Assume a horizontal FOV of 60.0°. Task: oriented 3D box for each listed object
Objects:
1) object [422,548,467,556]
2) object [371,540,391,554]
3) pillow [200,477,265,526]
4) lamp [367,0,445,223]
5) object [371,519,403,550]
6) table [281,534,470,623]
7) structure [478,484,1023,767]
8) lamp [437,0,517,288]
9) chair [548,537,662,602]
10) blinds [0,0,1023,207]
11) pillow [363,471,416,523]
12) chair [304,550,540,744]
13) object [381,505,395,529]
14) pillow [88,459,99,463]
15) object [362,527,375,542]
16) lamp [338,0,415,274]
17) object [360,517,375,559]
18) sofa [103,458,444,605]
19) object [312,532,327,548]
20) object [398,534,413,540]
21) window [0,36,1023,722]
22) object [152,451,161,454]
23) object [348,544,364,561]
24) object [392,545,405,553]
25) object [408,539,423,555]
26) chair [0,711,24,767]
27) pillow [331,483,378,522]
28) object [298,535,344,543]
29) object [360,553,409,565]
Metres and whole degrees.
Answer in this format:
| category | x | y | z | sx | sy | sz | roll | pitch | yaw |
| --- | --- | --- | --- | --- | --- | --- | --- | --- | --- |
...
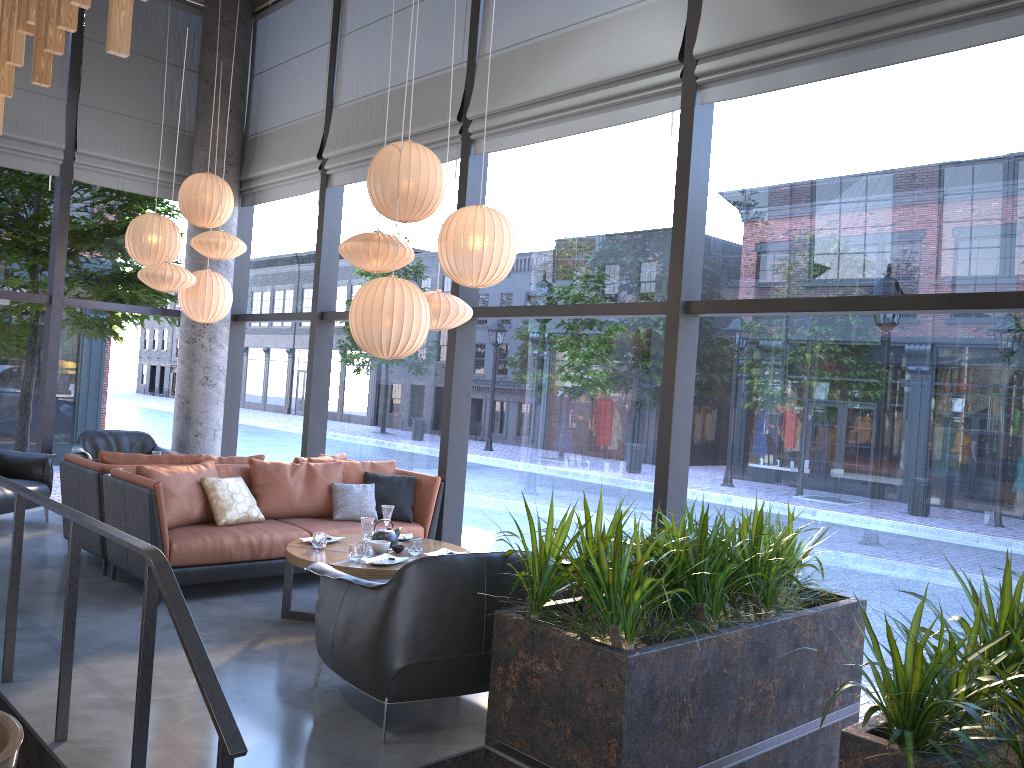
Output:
| category | x | y | z | sx | sy | sz | roll | pitch | yaw |
| --- | --- | --- | --- | --- | --- | --- | --- | --- | --- |
| object | -0.407 | 1.004 | 5.201 | 0.170 | 0.025 | 0.294 | 4 | 0 | 27 |
| object | -0.772 | 0.958 | 5.196 | 0.116 | 0.065 | 0.116 | 4 | 0 | -13 |
| pillow | -1.905 | 0.786 | 6.013 | 0.289 | 0.311 | 0.393 | 4 | 0 | 27 |
| lamp | -0.570 | -2.156 | 5.341 | 0.465 | 2.374 | 0.465 | 4 | 0 | -20 |
| object | -0.762 | 0.902 | 5.345 | 0.163 | 0.179 | 0.168 | 4 | 0 | 13 |
| table | -1.963 | 1.373 | 2.336 | 6.876 | 0.968 | 10.659 | 4 | 0 | -43 |
| structure | -5.046 | 0.841 | 3.522 | 15.715 | 1.608 | 4.306 | 4 | 0 | -5 |
| lamp | -1.637 | -2.248 | 2.327 | 0.468 | 3.124 | 6.999 | 4 | 0 | 28 |
| chair | 0.515 | 1.135 | 4.851 | 0.833 | 0.743 | 1.030 | 4 | 0 | 32 |
| blinds | -3.575 | -2.995 | 5.400 | 17.610 | 2.314 | 8.760 | 4 | 0 | 0 |
| pillow | -0.946 | 0.853 | 6.709 | 0.418 | 0.345 | 0.242 | 4 | 0 | -3 |
| chair | -0.345 | 1.069 | 4.040 | 1.030 | 0.743 | 0.833 | 4 | 0 | -36 |
| object | -0.785 | 0.877 | 5.559 | 0.082 | 0.227 | 0.082 | 4 | 0 | 29 |
| pillow | -2.877 | 0.715 | 6.463 | 0.418 | 0.345 | 0.242 | 4 | 0 | -3 |
| object | -0.893 | 0.940 | 5.536 | 0.086 | 0.086 | 0.086 | 4 | 0 | -6 |
| lamp | -0.767 | -1.820 | 5.505 | 0.467 | 2.271 | 0.467 | 4 | 0 | 10 |
| object | -0.823 | 0.871 | 5.009 | 0.082 | 0.227 | 0.082 | 4 | 0 | 0 |
| sofa | -1.618 | 0.959 | 6.263 | 2.226 | 0.811 | 0.864 | 4 | 0 | -43 |
| object | -1.132 | 0.921 | 5.216 | 0.086 | 0.086 | 0.086 | 4 | 0 | -39 |
| object | -0.787 | 0.980 | 5.692 | 0.294 | 0.025 | 0.170 | 4 | 0 | -7 |
| window | -3.586 | -1.220 | 1.034 | 12.900 | 5.897 | 12.739 | 4 | 0 | -43 |
| object | -3.202 | 0.720 | 7.972 | 0.082 | 0.227 | 0.082 | 4 | 0 | -5 |
| object | -0.868 | 0.938 | 4.933 | 0.086 | 0.086 | 0.086 | 4 | 0 | -39 |
| object | -0.672 | 0.977 | 5.238 | 0.080 | 0.042 | 0.080 | 4 | 0 | 32 |
| object | -0.567 | 0.961 | 5.215 | 0.086 | 0.086 | 0.086 | 4 | 0 | -39 |
| chair | -2.634 | 1.421 | 0.772 | 4.352 | 0.759 | 9.749 | 4 | 0 | -42 |
| pillow | -1.162 | 0.869 | 6.523 | 0.332 | 0.263 | 0.203 | 4 | 0 | -23 |
| object | -1.178 | 0.950 | 5.399 | 0.170 | 0.025 | 0.294 | 4 | 0 | 27 |
| object | -0.720 | 0.980 | 4.908 | 0.170 | 0.025 | 0.294 | 4 | 0 | 27 |
